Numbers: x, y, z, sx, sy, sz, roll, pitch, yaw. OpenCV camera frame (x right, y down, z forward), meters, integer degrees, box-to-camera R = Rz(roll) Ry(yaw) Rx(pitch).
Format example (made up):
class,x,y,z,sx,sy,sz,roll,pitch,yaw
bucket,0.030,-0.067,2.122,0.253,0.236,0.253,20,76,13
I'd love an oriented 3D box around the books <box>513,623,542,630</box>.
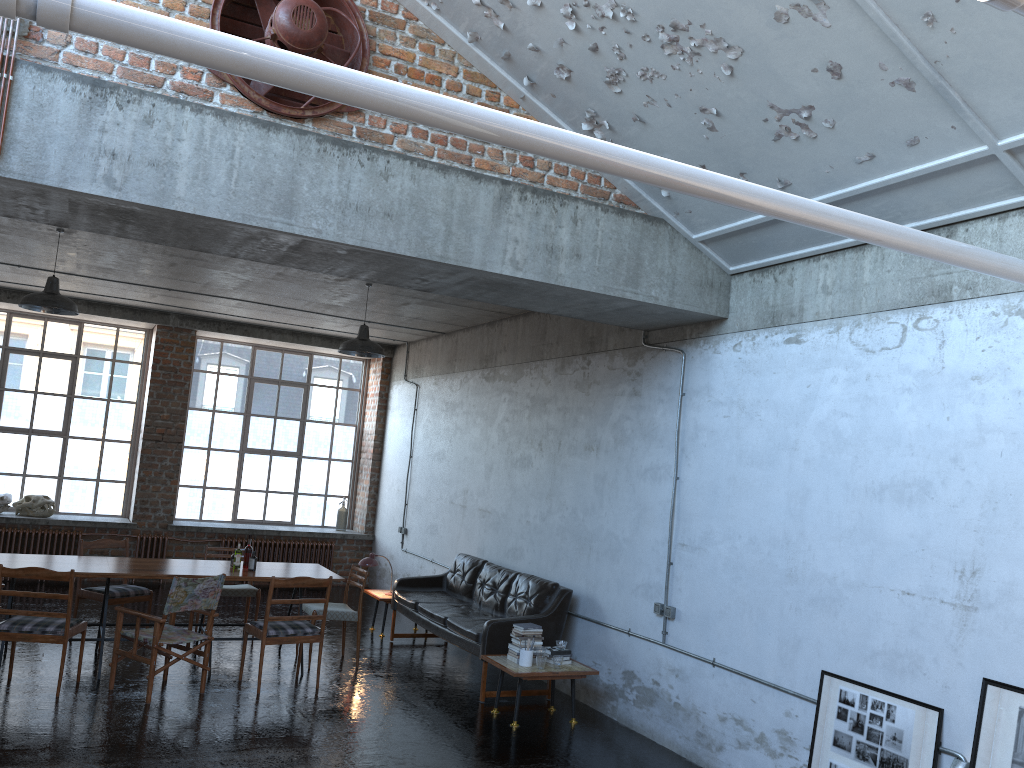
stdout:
class,x,y,z,sx,sy,sz,roll,pitch,yaw
books,0.133,2.107,7.710,0.201,0.024,0.159,9,-7,-36

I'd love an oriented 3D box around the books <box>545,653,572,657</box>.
class,x,y,z,sx,sy,sz,roll,pitch,yaw
books,0.379,2.356,7.754,0.243,0.024,0.175,8,-6,-30

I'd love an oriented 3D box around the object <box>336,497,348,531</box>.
class,x,y,z,sx,sy,sz,roll,pitch,yaw
object,-2.749,2.108,14.387,0.172,0.551,0.172,3,-6,18

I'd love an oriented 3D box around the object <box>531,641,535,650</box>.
class,x,y,z,sx,sy,sz,roll,pitch,yaw
object,0.161,2.259,7.509,0.062,0.169,0.009,8,-6,-26

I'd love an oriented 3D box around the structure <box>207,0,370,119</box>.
class,x,y,z,sx,sy,sz,roll,pitch,yaw
structure,-1.426,-2.232,5.702,1.058,1.096,0.808,8,-6,-26

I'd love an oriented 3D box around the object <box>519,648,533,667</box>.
class,x,y,z,sx,sy,sz,roll,pitch,yaw
object,0.120,2.309,7.482,0.110,0.137,0.110,8,-6,-26

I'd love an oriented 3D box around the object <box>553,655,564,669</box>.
class,x,y,z,sx,sy,sz,roll,pitch,yaw
object,0.387,2.350,7.478,0.092,0.099,0.092,0,-7,41

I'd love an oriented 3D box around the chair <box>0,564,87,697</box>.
class,x,y,z,sx,sy,sz,roll,pitch,yaw
chair,-3.818,1.968,7.178,0.573,1.028,0.509,6,-5,-6

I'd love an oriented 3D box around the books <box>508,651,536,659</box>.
class,x,y,z,sx,sy,sz,roll,pitch,yaw
books,0.114,2.340,7.665,0.249,0.023,0.175,8,-6,-30

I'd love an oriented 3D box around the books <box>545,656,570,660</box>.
class,x,y,z,sx,sy,sz,roll,pitch,yaw
books,0.366,2.378,7.744,0.227,0.024,0.166,0,-7,43

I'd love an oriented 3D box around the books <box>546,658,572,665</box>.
class,x,y,z,sx,sy,sz,roll,pitch,yaw
books,0.373,2.407,7.741,0.179,0.034,0.243,10,-7,-43

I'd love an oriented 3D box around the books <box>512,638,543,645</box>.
class,x,y,z,sx,sy,sz,roll,pitch,yaw
books,0.130,2.235,7.697,0.224,0.021,0.158,8,-6,-26

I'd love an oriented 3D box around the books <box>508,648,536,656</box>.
class,x,y,z,sx,sy,sz,roll,pitch,yaw
books,0.116,2.317,7.667,0.249,0.023,0.175,8,-6,-25

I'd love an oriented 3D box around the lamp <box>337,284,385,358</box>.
class,x,y,z,sx,sy,sz,roll,pitch,yaw
lamp,-1.551,-0.754,9.409,0.502,0.891,0.502,7,-6,-22

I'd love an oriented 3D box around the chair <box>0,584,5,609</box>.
class,x,y,z,sx,sy,sz,roll,pitch,yaw
chair,-4.742,1.902,7.509,0.713,1.031,0.574,8,-6,-26

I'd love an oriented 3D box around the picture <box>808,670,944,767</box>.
class,x,y,z,sx,sy,sz,roll,pitch,yaw
picture,2.105,2.312,5.261,0.135,0.994,0.889,8,-6,-26

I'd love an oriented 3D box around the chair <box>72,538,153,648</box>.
class,x,y,z,sx,sy,sz,roll,pitch,yaw
chair,-4.052,2.120,9.032,0.509,1.028,0.573,2,-6,28

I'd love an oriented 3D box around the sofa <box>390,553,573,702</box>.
class,x,y,z,sx,sy,sz,roll,pitch,yaw
sofa,-0.428,2.413,9.259,0.929,1.045,2.610,8,-6,-26

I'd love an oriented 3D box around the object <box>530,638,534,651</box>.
class,x,y,z,sx,sy,sz,roll,pitch,yaw
object,0.156,2.252,7.522,0.052,0.185,0.009,8,-6,-24

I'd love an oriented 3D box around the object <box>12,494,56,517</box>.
class,x,y,z,sx,sy,sz,roll,pitch,yaw
object,-6.673,1.689,12.348,0.625,0.305,0.418,1,-7,38

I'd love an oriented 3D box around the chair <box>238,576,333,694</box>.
class,x,y,z,sx,sy,sz,roll,pitch,yaw
chair,-2.026,2.199,7.924,0.573,1.028,0.509,9,-7,-36

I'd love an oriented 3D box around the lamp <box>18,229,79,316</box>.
class,x,y,z,sx,sy,sz,roll,pitch,yaw
lamp,-4.180,-1.110,8.124,0.502,0.891,0.502,7,-6,-22

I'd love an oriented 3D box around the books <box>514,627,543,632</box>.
class,x,y,z,sx,sy,sz,roll,pitch,yaw
books,0.140,2.128,7.702,0.205,0.020,0.155,8,-6,-26

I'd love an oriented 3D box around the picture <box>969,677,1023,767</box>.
class,x,y,z,sx,sy,sz,roll,pitch,yaw
picture,2.620,2.135,4.155,0.233,1.215,1.095,8,-6,-26

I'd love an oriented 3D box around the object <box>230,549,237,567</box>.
class,x,y,z,sx,sy,sz,roll,pitch,yaw
object,-2.703,1.701,8.654,0.077,0.173,0.077,10,-7,-40

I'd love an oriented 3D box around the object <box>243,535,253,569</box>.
class,x,y,z,sx,sy,sz,roll,pitch,yaw
object,-2.568,1.633,8.640,0.075,0.324,0.075,5,-5,-1

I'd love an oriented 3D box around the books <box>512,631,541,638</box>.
class,x,y,z,sx,sy,sz,roll,pitch,yaw
books,0.124,2.170,7.692,0.231,0.023,0.162,6,-5,-10

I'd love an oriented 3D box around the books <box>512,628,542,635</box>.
class,x,y,z,sx,sy,sz,roll,pitch,yaw
books,0.134,2.150,7.709,0.209,0.023,0.167,8,-6,-32

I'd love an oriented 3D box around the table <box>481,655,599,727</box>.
class,x,y,z,sx,sy,sz,roll,pitch,yaw
table,0.214,2.622,7.591,0.811,0.458,0.649,8,-6,-26

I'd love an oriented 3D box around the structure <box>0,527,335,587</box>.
class,x,y,z,sx,sy,sz,roll,pitch,yaw
structure,-5.144,2.496,12.658,5.349,0.713,0.232,8,-6,-26

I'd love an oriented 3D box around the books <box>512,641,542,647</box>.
class,x,y,z,sx,sy,sz,roll,pitch,yaw
books,0.131,2.255,7.691,0.221,0.023,0.147,8,-6,-27

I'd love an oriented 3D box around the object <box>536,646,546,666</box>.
class,x,y,z,sx,sy,sz,roll,pitch,yaw
object,0.241,2.313,7.524,0.087,0.155,0.087,1,-7,36

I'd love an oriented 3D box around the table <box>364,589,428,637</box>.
class,x,y,z,sx,sy,sz,roll,pitch,yaw
table,-1.336,2.776,10.719,0.811,0.458,0.649,8,-6,-26

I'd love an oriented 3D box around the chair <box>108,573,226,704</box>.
class,x,y,z,sx,sy,sz,roll,pitch,yaw
chair,-2.861,2.059,7.368,0.713,1.031,0.574,2,-6,34

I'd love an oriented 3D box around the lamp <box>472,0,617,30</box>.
class,x,y,z,sx,sy,sz,roll,pitch,yaw
lamp,0.400,-1.718,3.076,0.945,2.025,5.320,6,-5,-8

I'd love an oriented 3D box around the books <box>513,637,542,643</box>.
class,x,y,z,sx,sy,sz,roll,pitch,yaw
books,0.133,2.213,7.693,0.205,0.022,0.155,8,-6,-31

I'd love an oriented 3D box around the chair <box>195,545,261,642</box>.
class,x,y,z,sx,sy,sz,roll,pitch,yaw
chair,-3.096,2.284,9.678,0.589,0.971,0.577,8,-6,-26

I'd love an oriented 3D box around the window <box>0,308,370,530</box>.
class,x,y,z,sx,sy,sz,roll,pitch,yaw
window,-1.880,2.781,15.562,19.864,12.900,0.747,8,-6,-26

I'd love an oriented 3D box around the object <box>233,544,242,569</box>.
class,x,y,z,sx,sy,sz,roll,pitch,yaw
object,-2.644,1.661,8.556,0.070,0.235,0.041,8,-6,-26

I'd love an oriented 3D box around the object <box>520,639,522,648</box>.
class,x,y,z,sx,sy,sz,roll,pitch,yaw
object,0.081,2.261,7.496,0.046,0.202,0.023,4,-5,10

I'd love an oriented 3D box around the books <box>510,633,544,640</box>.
class,x,y,z,sx,sy,sz,roll,pitch,yaw
books,0.130,2.192,7.694,0.244,0.019,0.174,8,-6,-26

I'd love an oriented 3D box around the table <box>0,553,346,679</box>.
class,x,y,z,sx,sy,sz,roll,pitch,yaw
table,-3.261,2.163,8.272,3.112,0.917,1.067,8,-6,-26

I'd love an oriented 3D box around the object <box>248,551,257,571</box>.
class,x,y,z,sx,sy,sz,roll,pitch,yaw
object,-2.492,1.703,8.532,0.097,0.180,0.051,1,-7,36

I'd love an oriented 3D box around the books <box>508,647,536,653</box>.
class,x,y,z,sx,sy,sz,roll,pitch,yaw
books,0.120,2.300,7.687,0.255,0.014,0.192,7,-6,-23

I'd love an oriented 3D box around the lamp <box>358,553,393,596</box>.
class,x,y,z,sx,sy,sz,roll,pitch,yaw
lamp,-1.608,2.266,10.591,0.496,0.492,0.220,9,-6,-34

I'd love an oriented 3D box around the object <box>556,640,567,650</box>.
class,x,y,z,sx,sy,sz,roll,pitch,yaw
object,0.431,2.284,7.750,0.103,0.068,0.103,1,-7,37

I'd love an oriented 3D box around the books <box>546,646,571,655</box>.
class,x,y,z,sx,sy,sz,roll,pitch,yaw
books,0.376,2.328,7.747,0.225,0.029,0.179,9,-6,-34

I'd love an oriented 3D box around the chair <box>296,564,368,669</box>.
class,x,y,z,sx,sy,sz,roll,pitch,yaw
chair,-1.807,2.332,8.953,0.577,0.971,0.589,8,-6,-26

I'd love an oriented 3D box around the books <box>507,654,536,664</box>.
class,x,y,z,sx,sy,sz,roll,pitch,yaw
books,0.109,2.372,7.662,0.248,0.043,0.192,8,-6,-26

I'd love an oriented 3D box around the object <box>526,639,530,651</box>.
class,x,y,z,sx,sy,sz,roll,pitch,yaw
object,0.134,2.269,7.530,0.023,0.204,0.037,4,-5,13

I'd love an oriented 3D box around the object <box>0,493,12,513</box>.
class,x,y,z,sx,sy,sz,roll,pitch,yaw
object,-7.102,1.649,12.208,0.281,0.281,0.575,5,-5,0

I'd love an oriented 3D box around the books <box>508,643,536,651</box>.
class,x,y,z,sx,sy,sz,roll,pitch,yaw
books,0.121,2.279,7.689,0.245,0.028,0.193,8,-6,-31

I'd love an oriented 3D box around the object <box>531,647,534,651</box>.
class,x,y,z,sx,sy,sz,roll,pitch,yaw
object,0.149,2.289,7.485,0.068,0.159,0.009,6,-5,-13

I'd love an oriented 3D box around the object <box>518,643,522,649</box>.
class,x,y,z,sx,sy,sz,roll,pitch,yaw
object,0.099,2.271,7.488,0.137,0.190,0.009,7,-6,-23

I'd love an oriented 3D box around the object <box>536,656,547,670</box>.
class,x,y,z,sx,sy,sz,roll,pitch,yaw
object,0.242,2.330,7.407,0.092,0.099,0.092,0,-7,41
